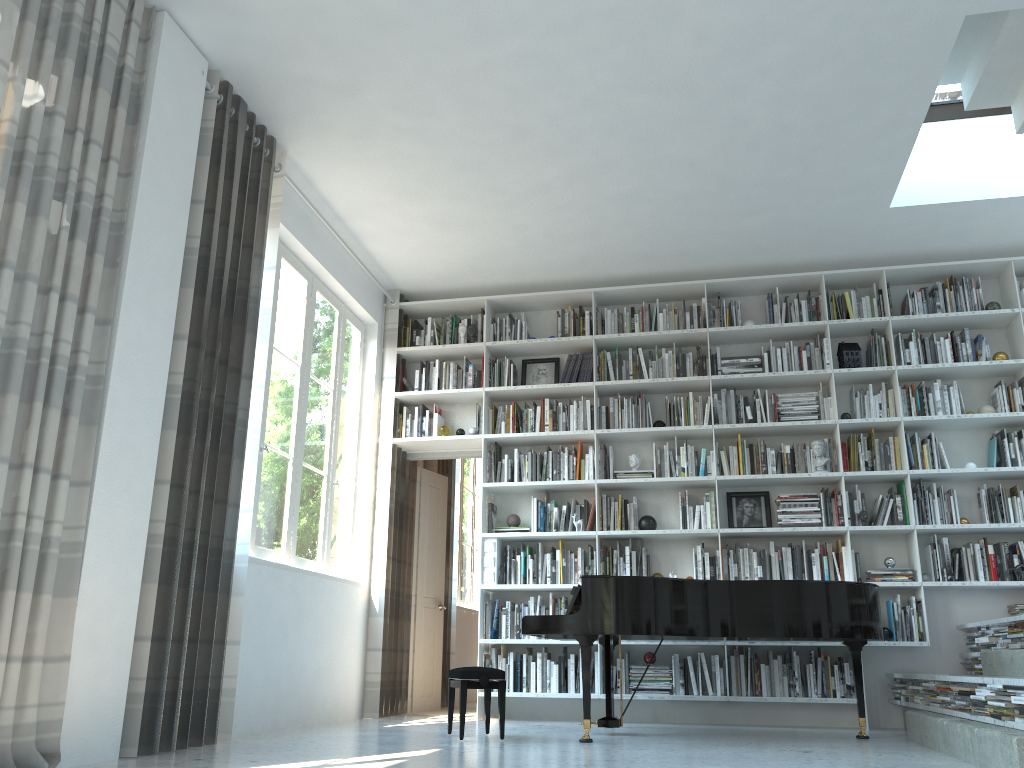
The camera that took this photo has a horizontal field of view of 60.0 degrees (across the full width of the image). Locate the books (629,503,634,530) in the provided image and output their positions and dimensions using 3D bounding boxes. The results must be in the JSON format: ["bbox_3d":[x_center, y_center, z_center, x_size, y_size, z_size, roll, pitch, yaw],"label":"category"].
[{"bbox_3d":[0.870,0.981,6.416,0.028,0.215,0.175,-3,-17,12],"label":"books"}]

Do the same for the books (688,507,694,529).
[{"bbox_3d":[1.282,0.980,6.344,0.030,0.182,0.155,-3,-17,12],"label":"books"}]

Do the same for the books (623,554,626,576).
[{"bbox_3d":[0.810,1.333,6.322,0.021,0.214,0.172,-3,-17,12],"label":"books"}]

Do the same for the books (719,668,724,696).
[{"bbox_3d":[1.415,2.008,5.984,0.024,0.179,0.172,-3,-18,12],"label":"books"}]

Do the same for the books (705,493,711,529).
[{"bbox_3d":[1.398,0.928,6.318,0.027,0.268,0.179,-3,-17,12],"label":"books"}]

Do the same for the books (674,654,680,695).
[{"bbox_3d":[1.132,1.985,6.065,0.031,0.264,0.145,-3,-17,12],"label":"books"}]

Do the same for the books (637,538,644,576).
[{"bbox_3d":[0.912,1.274,6.316,0.050,0.327,0.167,-3,-17,12],"label":"books"}]

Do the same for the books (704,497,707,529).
[{"bbox_3d":[1.377,0.939,6.312,0.012,0.243,0.171,-3,-17,12],"label":"books"}]

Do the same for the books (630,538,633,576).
[{"bbox_3d":[0.858,1.279,6.352,0.013,0.337,0.138,-3,-17,12],"label":"books"}]

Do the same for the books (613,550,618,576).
[{"bbox_3d":[0.742,1.322,6.342,0.042,0.247,0.163,-3,-17,12],"label":"books"}]

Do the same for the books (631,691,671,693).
[{"bbox_3d":[0.955,2.103,6.061,0.254,0.007,0.161,-4,-18,15],"label":"books"}]

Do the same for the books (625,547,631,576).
[{"bbox_3d":[0.833,1.306,6.322,0.027,0.268,0.185,-3,-17,12],"label":"books"}]

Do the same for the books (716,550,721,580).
[{"bbox_3d":[1.452,1.297,6.228,0.019,0.241,0.108,-3,-17,12],"label":"books"}]

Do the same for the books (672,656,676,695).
[{"bbox_3d":[1.107,1.987,6.053,0.012,0.253,0.161,-3,-17,12],"label":"books"}]

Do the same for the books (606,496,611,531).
[{"bbox_3d":[0.709,0.965,6.469,0.026,0.274,0.155,-3,-17,12],"label":"books"}]

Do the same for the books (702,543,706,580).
[{"bbox_3d":[1.350,1.272,6.233,0.014,0.290,0.132,-3,-17,12],"label":"books"}]

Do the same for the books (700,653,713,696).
[{"bbox_3d":[1.320,1.968,6.019,0.073,0.275,0.181,-3,-17,12],"label":"books"}]

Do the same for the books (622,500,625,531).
[{"bbox_3d":[0.814,0.973,6.439,0.014,0.243,0.153,-3,-17,12],"label":"books"}]

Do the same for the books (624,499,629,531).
[{"bbox_3d":[0.838,0.975,6.450,0.028,0.247,0.143,-3,-17,12],"label":"books"}]

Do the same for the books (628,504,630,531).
[{"bbox_3d":[0.852,0.987,6.422,0.011,0.207,0.180,-3,-17,12],"label":"books"}]

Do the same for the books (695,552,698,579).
[{"bbox_3d":[1.301,1.308,6.241,0.015,0.224,0.148,-3,-17,12],"label":"books"}]

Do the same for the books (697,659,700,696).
[{"bbox_3d":[1.265,1.990,6.018,0.011,0.231,0.174,-3,-17,12],"label":"books"}]

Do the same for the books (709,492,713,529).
[{"bbox_3d":[1.415,0.920,6.307,0.011,0.278,0.188,-3,-17,12],"label":"books"}]

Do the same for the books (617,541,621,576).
[{"bbox_3d":[0.769,1.289,6.344,0.014,0.312,0.166,-3,-17,12],"label":"books"}]

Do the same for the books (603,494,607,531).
[{"bbox_3d":[0.684,0.960,6.471,0.025,0.283,0.146,-3,-17,12],"label":"books"}]

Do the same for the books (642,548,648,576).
[{"bbox_3d":[0.948,1.303,6.297,0.027,0.260,0.164,-3,-17,12],"label":"books"}]

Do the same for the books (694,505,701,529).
[{"bbox_3d":[1.321,0.971,6.322,0.057,0.188,0.156,-3,-17,12],"label":"books"}]

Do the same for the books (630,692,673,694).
[{"bbox_3d":[0.957,2.112,6.067,0.285,0.007,0.160,-3,-18,12],"label":"books"}]

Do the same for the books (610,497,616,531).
[{"bbox_3d":[0.738,0.967,6.454,0.036,0.262,0.167,-3,-17,12],"label":"books"}]

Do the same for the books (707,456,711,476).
[{"bbox_3d":[1.426,0.622,6.418,0.027,0.180,0.142,-3,-17,12],"label":"books"}]

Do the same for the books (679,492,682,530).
[{"bbox_3d":[1.212,0.932,6.363,0.012,0.284,0.160,-3,-17,12],"label":"books"}]

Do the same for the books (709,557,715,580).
[{"bbox_3d":[1.402,1.318,6.219,0.031,0.194,0.142,-3,-17,12],"label":"books"}]

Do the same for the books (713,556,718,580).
[{"bbox_3d":[1.426,1.310,6.202,0.024,0.200,0.159,-3,-17,12],"label":"books"}]

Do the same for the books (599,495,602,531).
[{"bbox_3d":[0.656,0.964,6.486,0.012,0.284,0.160,-3,-17,12],"label":"books"}]

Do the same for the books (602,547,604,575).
[{"bbox_3d":[0.664,1.317,6.374,0.013,0.274,0.147,-3,-17,12],"label":"books"}]

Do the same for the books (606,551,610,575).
[{"bbox_3d":[0.695,1.328,6.350,0.030,0.238,0.157,-3,-17,12],"label":"books"}]

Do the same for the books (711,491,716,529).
[{"bbox_3d":[1.431,0.918,6.307,0.021,0.280,0.162,-3,-17,12],"label":"books"}]

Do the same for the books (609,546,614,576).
[{"bbox_3d":[0.714,1.309,6.343,0.012,0.271,0.182,-3,-17,12],"label":"books"}]

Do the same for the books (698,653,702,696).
[{"bbox_3d":[1.275,1.966,6.015,0.012,0.273,0.181,-3,-17,12],"label":"books"}]

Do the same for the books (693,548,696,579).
[{"bbox_3d":[1.286,1.293,6.240,0.012,0.253,0.161,-3,-17,12],"label":"books"}]

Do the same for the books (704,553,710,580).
[{"bbox_3d":[1.369,1.302,6.210,0.029,0.220,0.153,-3,-17,12],"label":"books"}]

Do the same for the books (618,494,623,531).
[{"bbox_3d":[0.790,0.953,6.428,0.026,0.273,0.190,-3,-17,12],"label":"books"}]

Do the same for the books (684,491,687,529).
[{"bbox_3d":[1.250,0.929,6.363,0.011,0.290,0.156,-3,-17,12],"label":"books"}]

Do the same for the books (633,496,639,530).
[{"bbox_3d":[0.901,0.960,6.431,0.028,0.265,0.145,-3,-17,12],"label":"books"}]

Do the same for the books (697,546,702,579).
[{"bbox_3d":[1.318,1.281,6.226,0.027,0.268,0.159,-3,-17,12],"label":"books"}]

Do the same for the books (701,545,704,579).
[{"bbox_3d":[1.339,1.280,6.237,0.010,0.276,0.156,-3,-17,12],"label":"books"}]

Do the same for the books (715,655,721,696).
[{"bbox_3d":[1.389,1.966,5.985,0.024,0.259,0.190,-3,-17,12],"label":"books"}]

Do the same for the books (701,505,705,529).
[{"bbox_3d":[1.362,0.970,6.318,0.024,0.187,0.173,-3,-18,12],"label":"books"}]

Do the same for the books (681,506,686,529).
[{"bbox_3d":[1.229,0.977,6.340,0.025,0.185,0.154,-3,-17,12],"label":"books"}]

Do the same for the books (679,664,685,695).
[{"bbox_3d":[1.159,2.010,6.038,0.029,0.201,0.178,-3,-18,12],"label":"books"}]

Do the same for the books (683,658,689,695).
[{"bbox_3d":[1.189,1.995,6.048,0.028,0.237,0.136,-3,-17,12],"label":"books"}]

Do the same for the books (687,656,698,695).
[{"bbox_3d":[1.230,1.982,6.031,0.062,0.252,0.178,-3,-17,12],"label":"books"}]

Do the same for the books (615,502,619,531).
[{"bbox_3d":[0.768,0.983,6.446,0.025,0.227,0.153,-3,-17,12],"label":"books"}]

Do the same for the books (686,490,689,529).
[{"bbox_3d":[1.261,0.924,6.358,0.012,0.297,0.166,-3,-17,12],"label":"books"}]

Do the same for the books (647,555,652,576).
[{"bbox_3d":[0.976,1.330,6.299,0.023,0.211,0.160,-3,-17,12],"label":"books"}]

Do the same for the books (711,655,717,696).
[{"bbox_3d":[1.371,1.977,6.019,0.025,0.258,0.133,-3,-17,12],"label":"books"}]

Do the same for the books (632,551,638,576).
[{"bbox_3d":[0.876,1.322,6.326,0.029,0.240,0.136,-3,-17,12],"label":"books"}]

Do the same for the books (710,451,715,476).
[{"bbox_3d":[1.453,0.604,6.420,0.026,0.216,0.127,-3,-17,12],"label":"books"}]

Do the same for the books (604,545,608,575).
[{"bbox_3d":[0.675,1.309,6.364,0.013,0.282,0.147,-3,-17,12],"label":"books"}]

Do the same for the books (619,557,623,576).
[{"bbox_3d":[0.788,1.345,6.328,0.024,0.195,0.157,-3,-17,12],"label":"books"}]
